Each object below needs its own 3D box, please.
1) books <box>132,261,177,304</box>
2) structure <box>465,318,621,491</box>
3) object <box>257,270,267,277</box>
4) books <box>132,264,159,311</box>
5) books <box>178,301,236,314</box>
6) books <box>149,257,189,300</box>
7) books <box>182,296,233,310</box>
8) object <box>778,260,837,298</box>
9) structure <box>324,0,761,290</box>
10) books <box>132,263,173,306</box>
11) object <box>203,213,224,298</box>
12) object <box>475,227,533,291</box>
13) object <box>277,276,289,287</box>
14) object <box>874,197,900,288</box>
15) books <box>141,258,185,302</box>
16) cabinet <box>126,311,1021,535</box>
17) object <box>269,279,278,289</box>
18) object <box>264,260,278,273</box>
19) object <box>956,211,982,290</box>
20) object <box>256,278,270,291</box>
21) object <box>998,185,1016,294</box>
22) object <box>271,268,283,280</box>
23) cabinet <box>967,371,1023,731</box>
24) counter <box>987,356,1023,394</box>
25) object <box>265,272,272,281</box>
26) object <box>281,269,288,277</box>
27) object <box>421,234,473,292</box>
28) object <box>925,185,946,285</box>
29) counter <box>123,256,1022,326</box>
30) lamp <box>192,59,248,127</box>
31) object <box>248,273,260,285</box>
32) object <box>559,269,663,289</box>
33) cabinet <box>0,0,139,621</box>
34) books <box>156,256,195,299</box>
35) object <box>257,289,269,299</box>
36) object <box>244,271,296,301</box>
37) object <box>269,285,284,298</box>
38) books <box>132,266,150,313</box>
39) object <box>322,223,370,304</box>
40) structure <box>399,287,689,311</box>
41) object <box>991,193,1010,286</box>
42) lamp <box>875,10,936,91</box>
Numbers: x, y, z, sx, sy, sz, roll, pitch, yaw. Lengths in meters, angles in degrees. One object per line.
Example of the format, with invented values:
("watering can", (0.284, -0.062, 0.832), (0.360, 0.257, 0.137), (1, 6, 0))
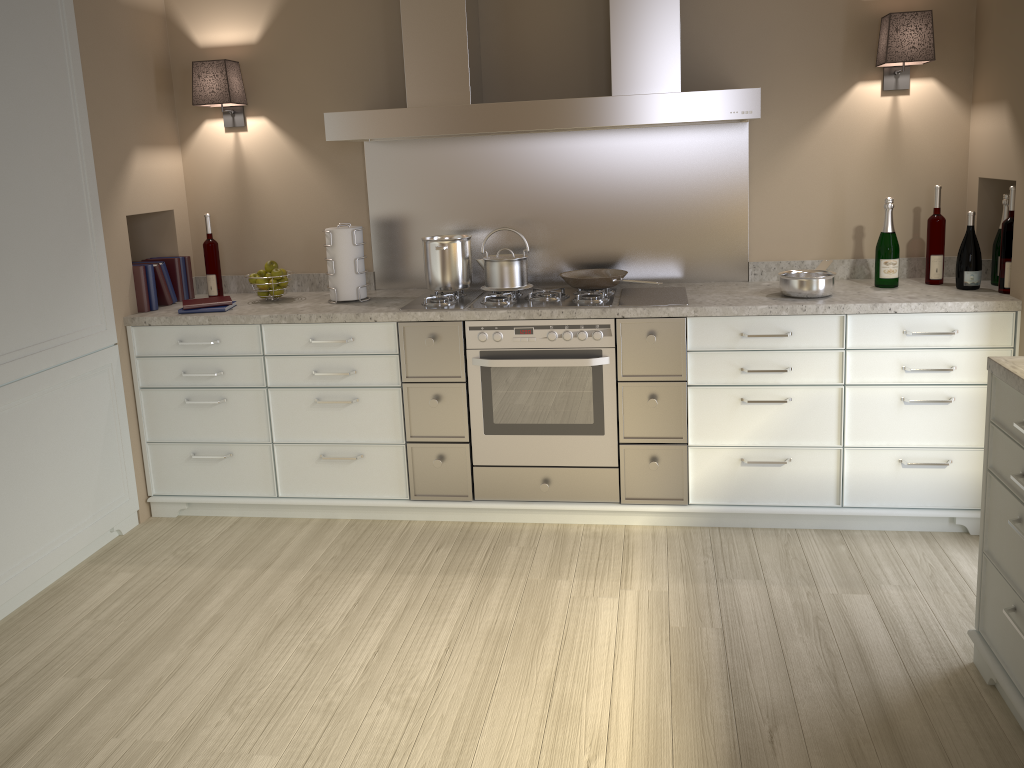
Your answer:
("books", (-1.487, -0.417, 3.655), (0.164, 0.179, 0.093), (-1, 12, 10))
("structure", (0.150, 0.015, 3.457), (0.540, 0.687, 0.588), (-1, 12, 10))
("object", (-1.026, -0.449, 3.635), (0.044, 0.043, 0.041), (3, 14, 24))
("books", (-1.500, -0.384, 3.530), (0.164, 0.180, 0.033), (-1, 11, 10))
("books", (-1.197, -0.301, 3.485), (0.183, 0.017, 0.167), (-3, 14, 0))
("books", (-1.468, -0.449, 3.774), (0.164, 0.180, 0.033), (-1, 11, 10))
("books", (-1.205, -0.322, 3.497), (0.183, 0.017, 0.166), (-8, 15, -20))
("object", (1.119, -0.381, 3.209), (0.373, 0.089, 0.199), (-14, 18, -37))
("structure", (0.106, -1.141, 3.313), (1.558, 1.656, 0.453), (-1, 11, 10))
("books", (-1.492, -0.407, 3.623), (0.165, 0.180, 0.092), (0, 12, 12))
("object", (-1.258, -0.533, 3.708), (0.062, 0.361, 0.062), (5, 13, 35))
("object", (-0.026, -0.494, 3.457), (0.210, 0.233, 0.211), (9, 17, 42))
("object", (-0.937, -0.419, 3.612), (0.047, 0.044, 0.048), (0, 13, 14))
("object", (1.372, -0.517, 3.229), (0.084, 0.327, 0.084), (6, 14, 38))
("books", (-1.475, -0.440, 3.743), (0.164, 0.180, 0.033), (-1, 11, 10))
("cabinet", (0.153, 0.066, 3.501), (3.205, 0.783, 0.652), (0, 12, 9))
("object", (-0.967, -0.406, 3.581), (0.039, 0.039, 0.041), (-2, 13, 1))
("object", (-0.987, -0.479, 3.629), (0.055, 0.055, 0.056), (-1, 13, 10))
("object", (1.610, -0.470, 3.111), (0.084, 0.273, 0.084), (4, 13, 30))
("object", (-1.008, -0.407, 3.587), (0.058, 0.057, 0.059), (-8, 14, -23))
("object", (1.686, -0.487, 2.987), (0.062, 0.361, 0.062), (7, 15, 43))
("object", (-0.951, -0.445, 3.583), (0.047, 0.044, 0.048), (0, 13, 10))
("cabinet", (1.314, 0.624, 1.131), (0.637, 0.782, 2.254), (-1, 14, 9))
("counter", (1.255, 0.232, 1.075), (0.522, 0.034, 2.232), (0, 15, 9))
("object", (-0.984, -0.437, 3.605), (0.040, 0.038, 0.040), (-7, 13, -19))
("object", (-0.952, -0.450, 3.650), (0.050, 0.053, 0.056), (-7, 13, -20))
("object", (-0.253, -0.480, 3.504), (0.202, 0.204, 0.203), (-11, 15, -32))
("object", (1.553, -0.546, 3.239), (0.062, 0.361, 0.062), (7, 15, 43))
("counter", (0.138, -0.360, 3.409), (3.843, 0.112, 0.588), (0, 15, 9))
("lamp", (-1.199, -1.196, 3.651), (0.169, 0.255, 0.195), (-1, 12, 10))
("object", (-1.049, -0.426, 3.602), (0.048, 0.047, 0.048), (-9, 14, -27))
("object", (0.347, -0.385, 3.343), (0.265, 0.050, 0.429), (-9, 16, -22))
("cabinet", (-1.926, -0.297, 2.250), (0.612, 2.307, 2.379), (-1, 13, 10))
("books", (-1.453, -0.456, 3.803), (0.164, 0.180, 0.033), (-1, 11, 10))
("object", (-1.021, -0.375, 3.630), (0.048, 0.047, 0.049), (2, 13, 20))
("object", (-0.990, -0.399, 3.638), (0.207, 0.108, 0.208), (-12, 17, -34))
("object", (-0.965, -0.382, 3.624), (0.061, 0.055, 0.060), (-12, 15, -34))
("books", (-1.521, -0.375, 3.501), (0.164, 0.180, 0.033), (-1, 11, 10))
("object", (-0.659, -0.484, 3.519), (0.168, 0.300, 0.165), (-4, 12, -6))
("structure", (0.130, -0.338, 3.354), (1.048, 0.031, 0.404), (0, 15, 9))
("object", (1.761, -0.516, 3.152), (0.084, 0.327, 0.084), (6, 14, 38))
("lamp", (1.423, -1.208, 3.213), (0.169, 0.255, 0.195), (-1, 12, 10))
